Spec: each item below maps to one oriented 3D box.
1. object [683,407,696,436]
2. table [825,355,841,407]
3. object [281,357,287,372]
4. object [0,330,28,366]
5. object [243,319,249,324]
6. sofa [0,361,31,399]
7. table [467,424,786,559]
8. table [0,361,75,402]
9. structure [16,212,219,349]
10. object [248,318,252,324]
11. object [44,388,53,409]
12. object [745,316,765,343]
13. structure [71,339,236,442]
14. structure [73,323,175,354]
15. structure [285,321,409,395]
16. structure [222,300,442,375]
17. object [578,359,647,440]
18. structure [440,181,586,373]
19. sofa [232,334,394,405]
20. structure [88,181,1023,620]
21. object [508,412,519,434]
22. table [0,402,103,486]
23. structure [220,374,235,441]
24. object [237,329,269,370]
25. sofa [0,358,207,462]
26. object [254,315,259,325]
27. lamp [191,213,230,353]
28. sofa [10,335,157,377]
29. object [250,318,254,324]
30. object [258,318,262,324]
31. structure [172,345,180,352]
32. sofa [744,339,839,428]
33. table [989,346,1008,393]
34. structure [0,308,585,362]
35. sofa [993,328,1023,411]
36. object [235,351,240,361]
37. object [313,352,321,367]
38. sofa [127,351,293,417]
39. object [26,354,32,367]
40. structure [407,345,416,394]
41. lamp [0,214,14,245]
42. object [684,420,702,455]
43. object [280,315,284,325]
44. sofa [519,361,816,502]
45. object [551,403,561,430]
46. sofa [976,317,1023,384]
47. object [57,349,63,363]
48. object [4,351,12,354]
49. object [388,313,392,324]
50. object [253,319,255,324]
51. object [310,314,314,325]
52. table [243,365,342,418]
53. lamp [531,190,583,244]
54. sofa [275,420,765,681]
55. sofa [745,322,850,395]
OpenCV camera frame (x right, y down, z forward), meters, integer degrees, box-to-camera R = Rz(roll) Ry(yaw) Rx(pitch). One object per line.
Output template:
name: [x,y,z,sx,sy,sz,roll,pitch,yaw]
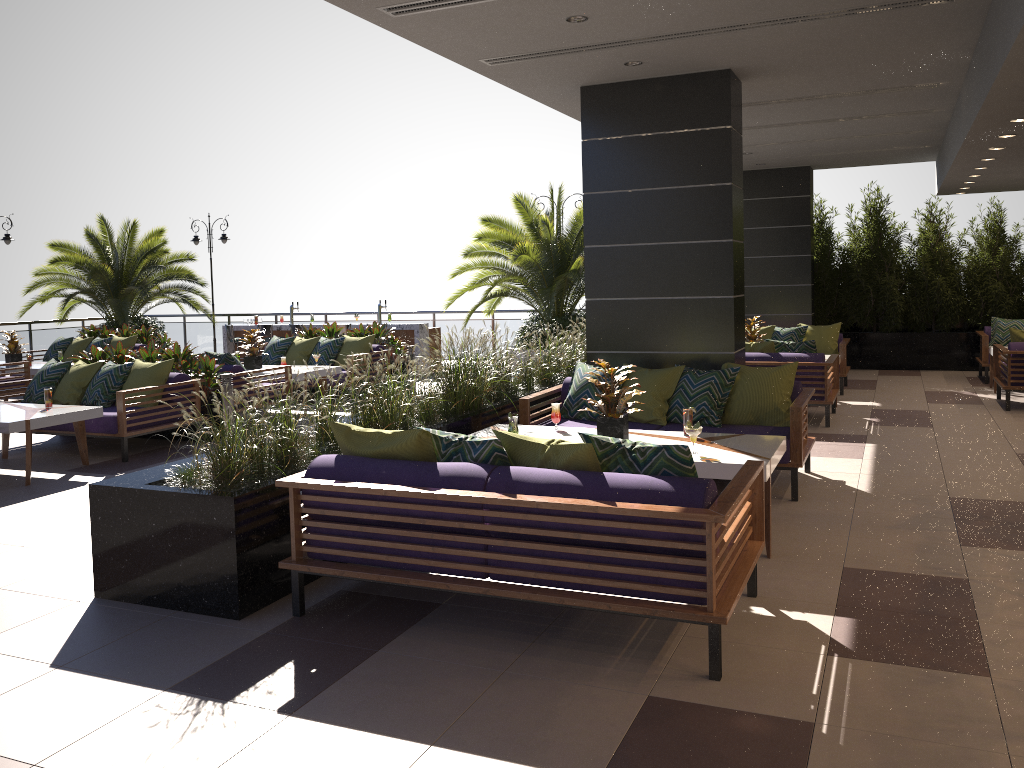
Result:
object: [1.155,0.246,5.775,0.067,0.189,0.084,-5,5,-41]
table: [3.051,-0.058,11.202,2.037,0.552,0.945,1,6,23]
object: [-2.853,-0.246,11.062,0.069,0.180,0.069,-1,4,12]
object: [-7.519,-0.548,13.313,0.426,0.524,0.431,-5,6,-39]
object: [-5.311,-1.199,17.690,0.105,0.208,0.106,-2,4,-1]
sofa: [-7.919,-0.066,12.327,2.126,0.916,1.124,1,6,24]
table: [0.647,0.644,5.674,2.037,0.552,0.945,1,6,23]
table: [-7.444,-0.016,13.368,2.037,0.552,0.945,1,6,23]
structure: [-8.271,-1.981,18.717,3.801,3.291,3.767,-2,5,-9]
object: [-5.271,-1.213,17.798,0.105,0.208,0.106,-2,4,-1]
object: [-4.231,0.130,8.081,0.067,0.189,0.085,-4,4,-36]
object: [3.035,-0.595,11.176,0.430,0.524,0.426,2,6,41]
structure: [-4.103,0.085,9.854,2.419,1.169,0.703,1,5,25]
structure: [-6.717,-0.454,15.178,2.251,1.168,0.740,1,5,25]
structure: [-2.562,-0.366,13.407,2.251,1.168,0.740,1,5,25]
structure: [-3.487,-0.912,16.821,4.401,1.324,0.808,1,5,24]
object: [0.629,0.108,5.637,0.430,0.524,0.426,2,5,36]
structure: [0.724,-1.787,14.866,3.805,3.291,3.763,-4,5,-24]
sofa: [-2.887,-0.243,12.655,2.126,0.916,1.124,1,6,24]
structure: [1.687,-0.455,3.765,7.817,3.110,24.834,1,7,23]
object: [0.008,0.284,5.631,0.069,0.210,0.069,-1,3,7]
table: [-4.862,0.517,8.103,2.037,0.552,0.945,1,6,23]
structure: [-3.020,0.243,9.402,0.100,0.698,0.181,0,4,24]
object: [-3.373,-0.457,11.520,0.425,0.524,0.431,2,5,36]
sofa: [-4.385,0.202,9.149,2.126,0.916,1.124,1,6,24]
object: [-4.952,-1.239,17.149,0.067,0.189,0.084,-5,5,-41]
lamp: [-6.728,-2.173,19.868,1.122,3.316,0.265,0,3,24]
sofa: [-6.987,-0.334,14.439,2.126,0.916,1.124,1,6,24]
object: [-5.175,-1.204,17.699,0.105,0.208,0.106,-2,4,-1]
object: [-5.046,-1.207,17.696,0.105,0.208,0.106,-2,4,-1]
structure: [-5.587,-0.301,14.758,0.100,0.698,0.181,0,4,24]
sofa: [2.531,-0.087,9.992,2.126,0.916,1.124,1,6,24]
table: [7.174,-0.158,11.085,2.037,0.552,0.945,1,6,23]
structure: [-6.388,0.026,10.533,12.918,1.055,17.578,1,7,23]
sofa: [6.652,-0.193,9.927,2.126,0.916,1.124,1,6,24]
object: [-3.778,-0.359,12.198,0.082,0.197,0.069,-3,4,-25]
object: [-2.574,-0.331,11.661,0.106,0.196,0.106,-4,5,-33]
sofa: [-3.812,0.026,10.540,2.126,0.916,1.124,1,6,24]
object: [-7.007,-0.340,12.845,0.067,0.189,0.085,-4,4,-36]
structure: [-1.470,-0.210,12.966,0.100,0.698,0.181,0,4,24]
lamp: [-10.254,-1.798,17.454,0.264,3.316,1.126,0,4,24]
object: [1.066,0.311,5.198,0.106,0.196,0.106,-5,5,-38]
object: [-4.398,-1.223,16.912,0.069,0.180,0.069,-2,4,-4]
sofa: [1.243,0.289,7.031,2.126,0.916,1.124,1,6,24]
object: [0.307,0.227,6.183,0.069,0.180,0.069,-1,4,7]
sofa: [7.674,-0.492,12.278,2.126,0.916,1.124,1,6,24]
object: [-6.864,-0.425,13.455,0.069,0.210,0.069,-1,3,12]
object: [-7.897,-0.438,13.879,0.106,0.196,0.106,-4,5,-33]
object: [-2.203,-1.182,15.952,0.069,0.197,0.082,-4,4,-30]
object: [-5.099,-1.195,17.601,0.105,0.208,0.106,-2,4,-1]
object: [-3.754,-1.223,16.631,0.069,0.210,0.069,-1,3,7]
table: [-3.347,0.076,11.585,2.037,0.552,0.945,1,6,23]
lamp: [0.922,-2.002,16.539,1.122,3.316,0.265,0,3,24]
sofa: [0.069,0.631,4.333,2.126,0.916,1.124,1,6,24]
sofa: [3.553,-0.385,12.343,2.126,0.916,1.124,1,6,24]
